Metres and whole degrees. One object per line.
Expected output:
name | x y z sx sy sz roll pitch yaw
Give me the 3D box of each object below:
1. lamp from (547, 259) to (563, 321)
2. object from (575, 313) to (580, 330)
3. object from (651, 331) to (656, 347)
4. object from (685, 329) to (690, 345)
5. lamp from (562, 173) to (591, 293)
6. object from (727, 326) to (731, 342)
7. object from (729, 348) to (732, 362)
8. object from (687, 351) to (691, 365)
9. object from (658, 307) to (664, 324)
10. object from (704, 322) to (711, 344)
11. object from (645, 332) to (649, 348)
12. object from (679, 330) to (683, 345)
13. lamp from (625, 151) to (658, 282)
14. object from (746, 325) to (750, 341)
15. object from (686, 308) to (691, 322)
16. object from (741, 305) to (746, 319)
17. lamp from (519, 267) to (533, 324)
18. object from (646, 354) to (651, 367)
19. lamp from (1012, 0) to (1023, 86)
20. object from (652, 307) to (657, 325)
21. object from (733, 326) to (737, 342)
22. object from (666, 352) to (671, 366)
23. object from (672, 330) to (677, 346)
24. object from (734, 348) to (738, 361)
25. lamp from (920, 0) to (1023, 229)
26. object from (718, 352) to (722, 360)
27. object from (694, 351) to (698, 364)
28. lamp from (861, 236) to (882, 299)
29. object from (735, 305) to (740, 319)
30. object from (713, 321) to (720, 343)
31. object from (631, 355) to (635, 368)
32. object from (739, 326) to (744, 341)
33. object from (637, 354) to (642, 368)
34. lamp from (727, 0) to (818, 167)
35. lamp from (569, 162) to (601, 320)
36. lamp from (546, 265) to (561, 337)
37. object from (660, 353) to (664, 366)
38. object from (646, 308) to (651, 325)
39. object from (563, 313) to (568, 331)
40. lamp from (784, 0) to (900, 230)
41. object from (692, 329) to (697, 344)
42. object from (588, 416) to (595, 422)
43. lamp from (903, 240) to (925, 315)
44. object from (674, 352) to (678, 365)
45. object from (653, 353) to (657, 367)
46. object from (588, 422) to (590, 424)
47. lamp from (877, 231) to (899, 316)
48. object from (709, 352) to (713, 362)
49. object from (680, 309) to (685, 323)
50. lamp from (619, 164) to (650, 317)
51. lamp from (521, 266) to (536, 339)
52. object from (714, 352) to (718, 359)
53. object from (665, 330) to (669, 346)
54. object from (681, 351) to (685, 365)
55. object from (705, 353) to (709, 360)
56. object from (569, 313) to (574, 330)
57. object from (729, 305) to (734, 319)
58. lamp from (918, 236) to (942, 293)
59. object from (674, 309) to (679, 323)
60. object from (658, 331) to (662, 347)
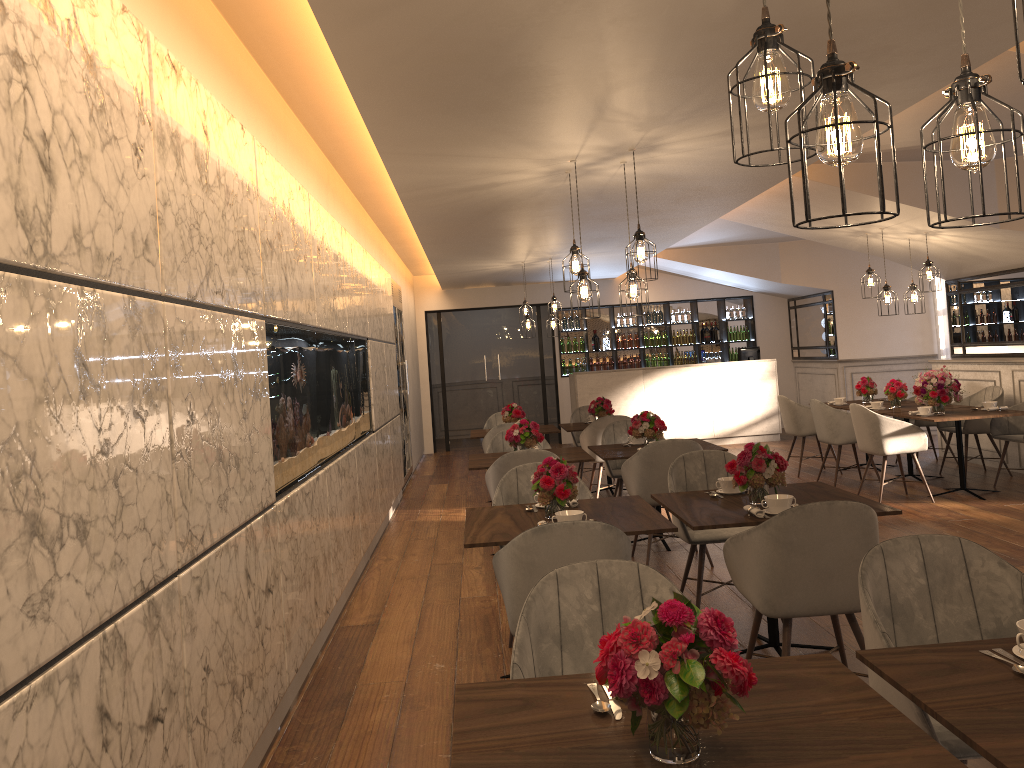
lamp | 0.464 -1.816 10.907 0.175 2.074 0.175 -4 -2 -1
object | 1.085 -1.055 14.688 0.075 0.310 0.075 -5 -2 44
object | 2.358 -0.748 14.763 0.065 0.264 0.065 -3 -2 -24
object | 2.932 -0.787 14.789 0.065 0.262 0.065 -3 -2 -24
lamp | 0.356 -1.636 5.775 0.175 2.074 0.175 -4 -2 -1
object | 3.621 -0.836 14.819 0.065 0.264 0.065 -3 -2 -24
object | 3.646 -0.474 14.809 0.065 0.264 0.065 -3 -2 -24
object | 2.956 -0.425 14.778 0.065 0.262 0.065 -3 -2 -24
object | 2.477 -1.152 14.749 0.075 0.310 0.075 -4 -1 8
object | 3.256 -0.858 14.782 0.104 0.360 0.103 -3 -2 -40
object | 2.248 -0.740 14.758 0.065 0.262 0.065 -3 -2 -24
object | 2.822 -0.780 14.784 0.065 0.262 0.065 -3 -2 -24
lamp | 0.702 -1.644 5.260 0.175 2.074 0.175 -4 -2 -1
object | 3.951 -0.858 14.833 0.065 0.262 0.065 -3 -2 -24
object | 2.944 -1.146 14.769 0.070 0.236 0.041 -4 -2 -3
object | 3.874 -1.211 14.810 0.070 0.236 0.041 -4 -2 -3
lamp | 0.118 -1.808 11.423 0.175 2.074 0.175 -4 -2 -1
object | 2.273 -0.377 14.748 0.065 0.262 0.065 -3 -2 -24
lamp | 0.861 -1.541 1.472 0.175 2.074 0.175 -4 -2 -1
object | 2.373 -1.144 14.745 0.075 0.310 0.075 -4 -1 8
object | 3.731 -0.843 14.824 0.065 0.262 0.065 -3 -2 -24
object | 2.603 -0.400 14.763 0.065 0.262 0.065 -3 -2 -24
object | 2.711 -0.772 14.779 0.065 0.262 0.065 -3 -2 -24
object | 3.756 -0.481 14.813 0.065 0.262 0.065 -3 -2 -24
lamp | 0.860 -1.357 1.795 0.175 2.074 0.175 -4 -2 -1
object | 3.487 -0.433 14.801 0.065 0.208 0.065 -5 -2 43
object | 3.067 -0.433 14.783 0.065 0.262 0.065 -3 -2 -24
lamp | 3.548 -1.899 8.927 0.175 2.074 0.175 -4 -2 -1
object | 3.774 -1.204 14.806 0.070 0.236 0.041 -4 -2 -3
object | 3.412 -0.870 14.786 0.104 0.359 0.104 -5 -1 25
object | 2.012 -0.359 14.737 0.065 0.262 0.065 -3 -2 -24
object | 3.841 -0.851 14.829 0.065 0.262 0.065 -3 -2 -24
object | 2.122 -0.367 14.742 0.065 0.262 0.065 -3 -2 -24
lamp | 0.515 -1.533 1.988 0.175 2.074 0.175 -4 -2 -1
lamp | 0.383 -1.434 5.442 0.175 2.074 0.175 -4 -2 -1
lamp | 0.464 -1.631 11.230 0.175 2.074 0.175 -4 -2 -1
object | 2.493 -0.393 14.758 0.065 0.262 0.065 -3 -2 -24
object | 2.269 -1.137 14.740 0.075 0.310 0.075 -5 -2 30
object | 0.877 -1.040 14.679 0.075 0.310 0.075 -5 -2 23
lamp | 0.542 -1.331 1.654 0.175 2.074 0.175 -4 -2 -1
object | 3.042 -0.795 14.793 0.065 0.262 0.065 -3 -2 -24
object | 0.891 0.376 9.532 0.148 0.072 0.148 -4 1 20
lamp | 3.894 -1.723 8.734 0.175 2.074 0.175 -4 -2 -1
object | 2.736 -0.410 14.769 0.065 0.262 0.065 -3 -2 -24
object | 2.383 -0.385 14.753 0.065 0.262 0.065 -3 -2 -24
object | 0.817 0.417 9.501 0.022 0.004 0.210 -4 2 -2
lamp | 3.575 -1.697 8.594 0.175 2.074 0.175 -4 -2 -1
object | 3.332 -0.422 14.794 0.065 0.208 0.065 -5 -2 43
object | 2.844 -1.139 14.765 0.070 0.236 0.041 -4 -2 -3
lamp | 0.702 -1.460 5.582 0.175 2.074 0.175 -4 -2 -1
lamp | 0.145 -1.605 11.089 0.175 2.074 0.175 -4 -2 -1
object | 3.410 -0.428 14.797 0.065 0.208 0.065 -5 -2 43
object | 2.579 -0.764 14.773 0.065 0.264 0.065 -3 -2 -24
object | 2.846 -0.417 14.773 0.065 0.262 0.065 -3 -2 -24
object | 3.255 -0.417 14.790 0.065 0.208 0.065 -5 -2 43
object | 0.981 -1.047 14.683 0.075 0.310 0.075 -5 -2 41
object | 3.673 -1.197 14.801 0.070 0.236 0.041 -4 -2 -3
lamp | 3.894 -1.907 8.412 0.175 2.074 0.175 -4 -2 -1
object | 2.744 -1.132 14.761 0.070 0.236 0.041 -4 -2 -3
object | 2.468 -0.756 14.768 0.065 0.264 0.065 -3 -2 -24
